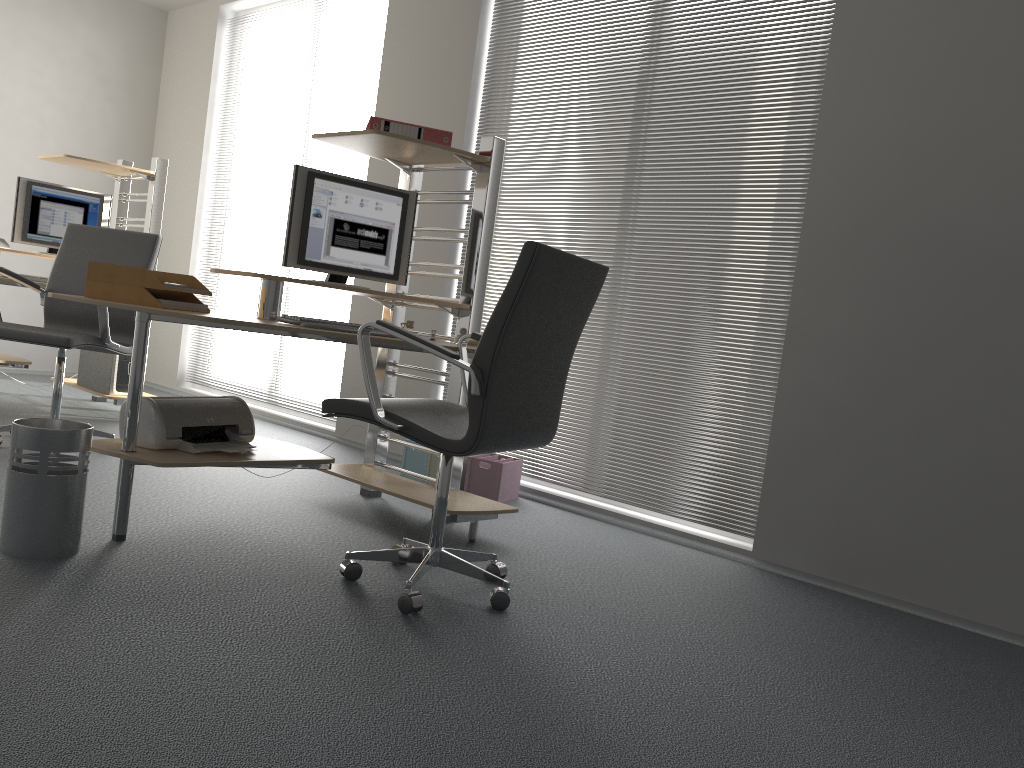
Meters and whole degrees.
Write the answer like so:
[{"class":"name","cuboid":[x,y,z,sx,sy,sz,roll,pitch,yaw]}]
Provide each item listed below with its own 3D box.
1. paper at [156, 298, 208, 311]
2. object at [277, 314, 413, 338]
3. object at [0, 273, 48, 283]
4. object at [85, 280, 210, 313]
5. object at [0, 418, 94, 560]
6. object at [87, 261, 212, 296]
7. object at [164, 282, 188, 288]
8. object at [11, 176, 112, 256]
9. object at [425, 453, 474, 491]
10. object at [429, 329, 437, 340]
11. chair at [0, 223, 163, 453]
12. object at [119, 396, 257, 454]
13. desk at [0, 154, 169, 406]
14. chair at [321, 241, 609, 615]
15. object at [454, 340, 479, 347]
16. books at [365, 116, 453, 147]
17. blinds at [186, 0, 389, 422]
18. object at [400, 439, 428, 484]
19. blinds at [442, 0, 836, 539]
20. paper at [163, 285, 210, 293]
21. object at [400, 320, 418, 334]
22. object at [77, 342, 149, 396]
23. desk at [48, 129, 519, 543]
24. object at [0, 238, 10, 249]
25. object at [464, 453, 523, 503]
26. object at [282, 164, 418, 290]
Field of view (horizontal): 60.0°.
[{"class":"paper","cuboid":[-1.178,-0.273,2.880,0.297,0.019,0.210,9,3,20]},{"class":"object","cuboid":[-0.721,-0.200,3.215,0.478,0.082,0.814,5,4,-41]},{"class":"object","cuboid":[-2.751,-0.582,5.074,0.478,0.082,0.814,5,4,-41]},{"class":"object","cuboid":[-1.177,-0.285,2.879,0.309,0.060,0.225,9,3,20]},{"class":"object","cuboid":[-1.338,0.300,2.551,0.208,0.377,0.208,7,3,-5]},{"class":"object","cuboid":[-1.170,-0.341,2.876,0.309,0.060,0.225,9,3,20]},{"class":"object","cuboid":[-1.076,-0.317,2.840,0.008,0.009,0.159,8,3,5]},{"class":"object","cuboid":[-2.697,-0.971,5.308,0.516,0.418,0.245,6,4,-34]},{"class":"object","cuboid":[-0.275,0.427,4.433,0.185,0.202,0.245,11,4,41]},{"class":"object","cuboid":[-0.313,-0.196,3.519,0.022,0.042,0.134,7,3,-7]},{"class":"chair","cuboid":[-2.060,-0.233,4.092,0.584,1.048,0.652,8,3,7]},{"class":"object","cuboid":[-1.025,0.133,2.984,0.351,0.162,0.438,9,4,26]},{"class":"desk","cuboid":[-2.727,-0.633,4.936,0.967,1.566,1.469,11,4,41]},{"class":"chair","cuboid":[-0.168,0.105,2.678,0.652,1.048,0.584,9,4,28]},{"class":"object","cuboid":[-0.158,-0.160,3.404,0.132,0.026,0.132,11,4,41]},{"class":"books","cuboid":[-0.423,-0.977,3.534,0.320,0.072,0.262,7,3,-16]},{"class":"blinds","cuboid":[-1.589,-1.245,6.101,1.950,2.749,0.037,11,4,41]},{"class":"object","cuboid":[-0.412,0.401,4.555,0.185,0.202,0.245,11,4,41]},{"class":"blinds","cuboid":[0.484,-0.857,4.257,1.950,2.770,0.022,11,4,41]},{"class":"paper","cuboid":[-1.171,-0.324,2.877,0.297,0.010,0.210,9,3,20]},{"class":"object","cuboid":[-0.416,-0.220,3.513,0.054,0.064,0.159,8,3,8]},{"class":"object","cuboid":[-2.381,-0.170,5.304,0.471,0.422,0.199,11,4,41]},{"class":"desk","cuboid":[-0.660,-0.247,3.095,0.967,1.566,1.469,11,4,41]},{"class":"object","cuboid":[-2.941,-0.853,5.022,0.119,0.151,0.150,9,4,27]},{"class":"object","cuboid":[-0.090,0.459,4.305,0.185,0.202,0.245,9,4,23]},{"class":"object","cuboid":[-0.645,-0.588,3.484,0.516,0.418,0.245,6,4,-27]}]
